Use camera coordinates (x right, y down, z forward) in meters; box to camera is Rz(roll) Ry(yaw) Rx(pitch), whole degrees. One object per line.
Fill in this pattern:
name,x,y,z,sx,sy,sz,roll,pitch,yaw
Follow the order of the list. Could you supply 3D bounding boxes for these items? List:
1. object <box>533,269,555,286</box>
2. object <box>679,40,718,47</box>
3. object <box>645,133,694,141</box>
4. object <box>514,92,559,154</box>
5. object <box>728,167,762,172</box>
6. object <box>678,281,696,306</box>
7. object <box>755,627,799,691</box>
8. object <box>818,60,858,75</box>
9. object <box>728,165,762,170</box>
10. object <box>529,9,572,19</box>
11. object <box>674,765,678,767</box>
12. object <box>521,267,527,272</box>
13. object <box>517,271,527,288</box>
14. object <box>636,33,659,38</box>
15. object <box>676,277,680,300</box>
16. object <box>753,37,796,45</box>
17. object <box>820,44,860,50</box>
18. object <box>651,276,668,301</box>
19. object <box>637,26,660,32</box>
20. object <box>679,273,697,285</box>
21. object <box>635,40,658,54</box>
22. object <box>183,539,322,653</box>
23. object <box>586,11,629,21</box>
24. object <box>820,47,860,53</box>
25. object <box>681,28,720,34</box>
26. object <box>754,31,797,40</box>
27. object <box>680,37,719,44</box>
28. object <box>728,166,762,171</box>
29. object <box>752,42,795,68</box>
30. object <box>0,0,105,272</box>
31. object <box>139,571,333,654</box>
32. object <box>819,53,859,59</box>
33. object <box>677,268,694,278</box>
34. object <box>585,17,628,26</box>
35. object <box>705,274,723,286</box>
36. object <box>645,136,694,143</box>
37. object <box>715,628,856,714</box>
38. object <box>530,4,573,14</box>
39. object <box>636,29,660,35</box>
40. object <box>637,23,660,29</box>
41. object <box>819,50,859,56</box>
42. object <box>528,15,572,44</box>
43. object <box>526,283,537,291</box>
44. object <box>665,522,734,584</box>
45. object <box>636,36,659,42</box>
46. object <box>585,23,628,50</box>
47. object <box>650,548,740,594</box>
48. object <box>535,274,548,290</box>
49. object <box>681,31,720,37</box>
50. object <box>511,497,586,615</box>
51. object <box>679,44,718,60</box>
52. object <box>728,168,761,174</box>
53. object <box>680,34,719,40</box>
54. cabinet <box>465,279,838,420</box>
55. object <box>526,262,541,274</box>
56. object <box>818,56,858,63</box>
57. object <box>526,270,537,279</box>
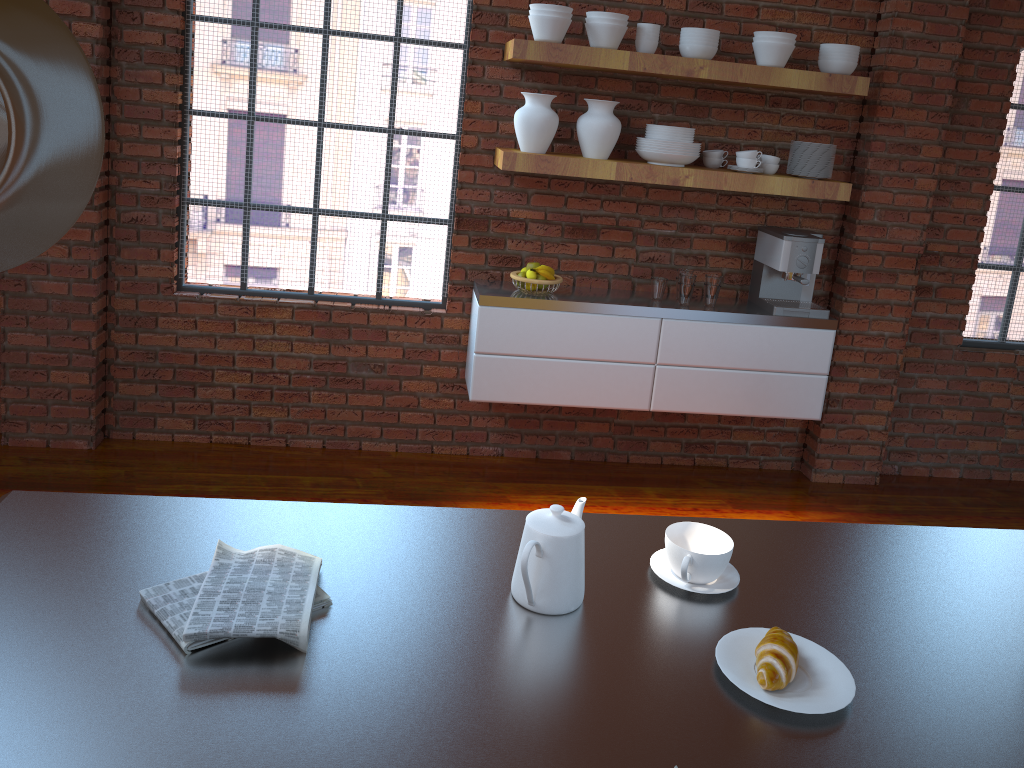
object,0.155,-0.464,3.877,0.065,0.092,0.179,13,18,27
object,0.799,-1.436,3.782,0.165,0.059,0.170,2,17,-13
object,0.684,-1.056,3.843,0.213,0.054,0.220,1,18,-16
object,0.103,-1.117,3.773,0.195,0.243,0.195,14,16,30
object,1.026,-0.940,3.874,0.157,0.012,0.155,21,23,40
object,0.776,-0.402,3.937,0.078,0.101,0.079,11,14,21
object,0.382,0.390,1.267,0.062,0.050,0.141,8,17,10
object,1.422,-1.380,3.856,0.168,0.059,0.168,16,19,30
object,1.027,-0.949,3.872,0.157,0.012,0.155,21,23,40
object,0.154,-1.476,3.625,0.183,0.101,0.183,14,18,27
object,0.173,0.481,0.913,0.197,0.060,0.208,-11,24,-43
object,0.062,-0.503,3.967,0.045,0.046,0.056,12,16,23
object,0.054,-0.463,3.916,0.074,0.074,0.074,-3,17,-32
object,0.577,-1.467,3.766,0.100,0.059,0.100,15,18,30
object,0.787,-0.438,4.055,0.078,0.101,0.079,11,14,21
object,1.122,-1.431,3.789,0.181,0.101,0.185,-6,20,-36
object,1.428,-1.445,3.843,0.168,0.059,0.168,16,19,30
object,0.664,-0.430,3.997,0.078,0.101,0.080,-5,17,-37
object,0.579,-1.491,3.762,0.100,0.059,0.100,15,18,30
object,0.780,-0.438,3.929,0.078,0.101,0.079,11,14,21
object,0.574,-1.438,3.772,0.100,0.059,0.100,15,18,30
object,-0.375,0.311,1.305,0.164,0.049,0.239,3,17,-8
object,0.394,-1.495,3.688,0.183,0.101,0.183,14,18,27
object,1.427,-1.433,3.845,0.168,0.059,0.168,16,19,30
object,0.804,-1.486,3.772,0.165,0.059,0.170,2,17,-13
object,1.125,-1.453,3.785,0.181,0.101,0.185,-6,20,-36
object,0.800,-1.449,3.780,0.165,0.059,0.170,2,17,-13
object,1.027,-0.944,3.873,0.157,0.012,0.155,21,23,40
object,1.120,-1.411,3.793,0.181,0.101,0.185,-6,20,-36
object,-0.460,-0.292,0.675,0.265,0.433,0.071,5,11,-3
object,-0.411,0.319,1.315,0.233,0.025,0.168,-10,23,-41
object,1.425,-1.408,3.850,0.168,0.059,0.168,16,19,30
object,0.791,-0.475,4.048,0.078,0.101,0.079,11,14,21
object,0.392,-1.474,3.692,0.183,0.101,0.183,14,18,27
object,0.904,-0.438,3.968,0.078,0.101,0.079,7,14,4
object,0.683,-1.046,3.845,0.213,0.054,0.220,1,18,-16
object,0.391,0.414,1.268,0.195,0.013,0.199,10,18,12
object,0.157,-1.498,3.620,0.183,0.101,0.183,14,18,27
object,0.578,-1.479,3.764,0.100,0.059,0.100,15,18,30
object,0.581,-1.504,3.759,0.100,0.059,0.100,15,18,30
object,1.426,-1.421,3.847,0.168,0.059,0.168,16,19,30
object,0.152,-1.456,3.629,0.183,0.101,0.183,14,18,27
object,0.084,-0.430,3.870,0.056,0.045,0.047,13,16,24
object,0.315,0.298,1.518,0.124,0.068,0.119,-1,17,-23
object,0.576,-1.454,3.769,0.100,0.059,0.100,15,18,30
object,0.390,-1.453,3.696,0.183,0.101,0.183,14,18,27
object,0.316,0.327,1.525,0.155,0.012,0.157,12,19,19
object,0.128,-0.454,3.909,0.076,0.064,0.079,13,16,25
object,0.803,-1.473,3.775,0.165,0.059,0.170,2,17,-13
object,0.064,0.266,1.409,0.118,0.152,0.203,5,15,-2
object,0.797,-1.420,3.785,0.165,0.059,0.170,2,17,-13
object,1.026,-0.936,3.874,0.157,0.012,0.155,21,23,40
object,0.802,-1.462,3.777,0.165,0.059,0.170,2,17,-13
cabinet,0.621,-0.159,4.053,1.619,0.464,0.346,3,14,-8
object,0.097,-0.515,3.929,0.068,0.060,0.071,8,15,8
object,1.423,-1.396,3.852,0.168,0.059,0.168,16,19,30
object,0.086,-0.479,3.872,0.044,0.051,0.053,1,15,-19
